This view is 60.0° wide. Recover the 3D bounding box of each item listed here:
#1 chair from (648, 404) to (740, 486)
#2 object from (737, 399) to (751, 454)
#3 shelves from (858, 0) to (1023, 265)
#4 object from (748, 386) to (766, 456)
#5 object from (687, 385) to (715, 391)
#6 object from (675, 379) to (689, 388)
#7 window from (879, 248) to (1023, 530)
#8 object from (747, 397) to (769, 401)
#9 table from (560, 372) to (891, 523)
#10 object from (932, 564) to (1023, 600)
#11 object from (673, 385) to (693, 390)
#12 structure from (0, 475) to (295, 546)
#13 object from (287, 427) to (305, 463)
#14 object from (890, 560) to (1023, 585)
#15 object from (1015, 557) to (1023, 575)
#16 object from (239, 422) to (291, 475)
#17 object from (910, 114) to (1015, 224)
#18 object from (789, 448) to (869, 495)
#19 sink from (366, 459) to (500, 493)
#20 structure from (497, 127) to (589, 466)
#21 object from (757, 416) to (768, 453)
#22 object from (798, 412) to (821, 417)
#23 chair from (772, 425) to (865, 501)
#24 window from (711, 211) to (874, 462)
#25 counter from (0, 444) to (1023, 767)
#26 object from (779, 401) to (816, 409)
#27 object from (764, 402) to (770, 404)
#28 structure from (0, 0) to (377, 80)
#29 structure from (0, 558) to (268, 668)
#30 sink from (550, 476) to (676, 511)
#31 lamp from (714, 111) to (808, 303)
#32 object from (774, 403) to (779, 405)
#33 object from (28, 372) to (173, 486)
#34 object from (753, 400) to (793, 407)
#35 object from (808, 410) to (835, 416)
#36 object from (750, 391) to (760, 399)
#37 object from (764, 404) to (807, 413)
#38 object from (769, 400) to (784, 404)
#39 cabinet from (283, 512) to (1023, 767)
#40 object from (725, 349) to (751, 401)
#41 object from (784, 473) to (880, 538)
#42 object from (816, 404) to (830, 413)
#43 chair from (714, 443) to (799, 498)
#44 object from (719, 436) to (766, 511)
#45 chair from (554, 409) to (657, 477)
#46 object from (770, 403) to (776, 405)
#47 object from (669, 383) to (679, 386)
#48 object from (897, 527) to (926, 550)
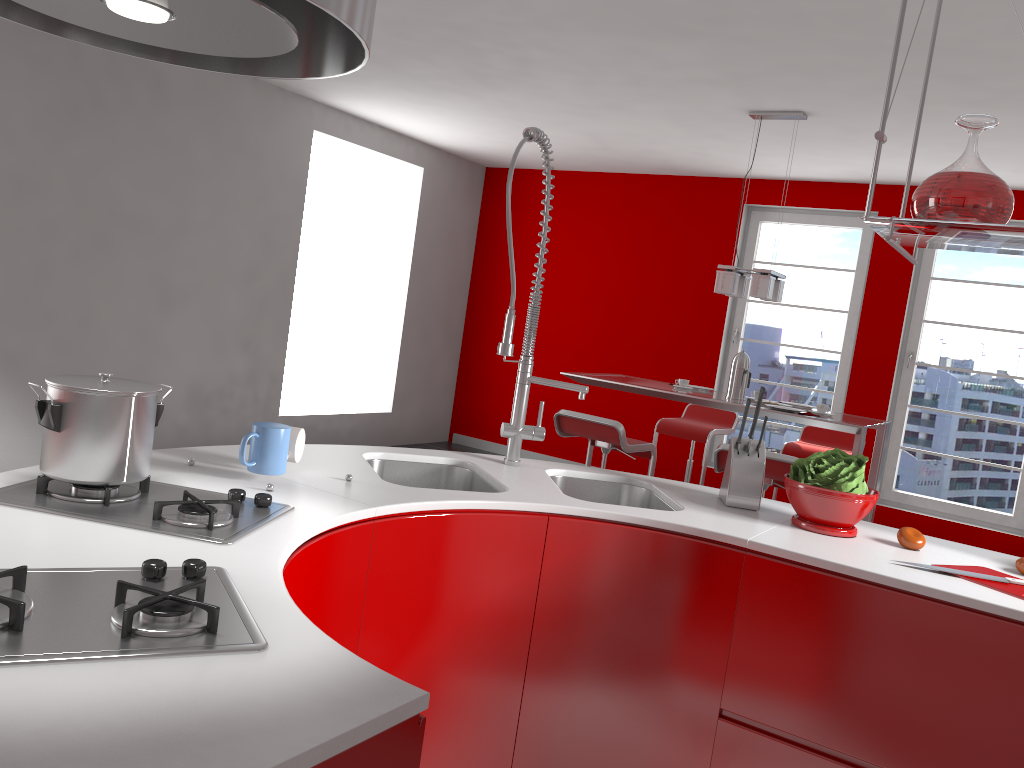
[{"bbox_3d":[1.212,0.574,6.021,0.418,0.857,0.460,12,6,39],"label":"chair"},{"bbox_3d":[0.609,0.174,2.390,0.012,0.279,0.130,8,5,3],"label":"object"},{"bbox_3d":[1.341,-0.750,1.872,0.934,1.023,0.462,11,5,31],"label":"shelves"},{"bbox_3d":[0.637,0.163,2.378,0.014,0.322,0.150,8,5,3],"label":"object"},{"bbox_3d":[1.129,0.025,5.418,0.217,0.015,0.217,5,6,-34],"label":"object"},{"bbox_3d":[1.008,-0.002,5.245,0.062,0.049,0.078,5,6,-36],"label":"object"},{"bbox_3d":[3.246,-0.085,6.213,0.938,2.038,0.117,11,5,31],"label":"window"},{"bbox_3d":[1.416,0.092,5.110,0.119,0.016,0.119,11,5,29],"label":"object"},{"bbox_3d":[1.134,0.564,5.120,1.700,1.000,0.800,11,5,31],"label":"table"},{"bbox_3d":[1.067,0.431,1.909,0.168,0.006,0.266,5,5,-32],"label":"object"},{"bbox_3d":[1.009,0.023,5.240,0.119,0.016,0.119,9,5,12],"label":"object"},{"bbox_3d":[-0.651,0.195,1.574,0.457,0.037,0.303,9,5,6],"label":"structure"},{"bbox_3d":[-0.531,0.134,2.004,0.100,0.080,0.109,8,5,1],"label":"object"},{"bbox_3d":[1.013,0.415,1.922,0.375,0.008,0.041,9,5,8],"label":"object"},{"bbox_3d":[1.194,0.419,2.037,0.065,0.047,0.063,11,5,31],"label":"object"},{"bbox_3d":[-0.519,0.138,1.874,0.080,0.100,0.109,9,5,4],"label":"object"},{"bbox_3d":[1.042,-0.474,2.033,0.213,0.266,0.213,5,5,-30],"label":"object"},{"bbox_3d":[0.792,0.254,2.233,0.198,0.182,0.193,12,6,37],"label":"object"},{"bbox_3d":[-0.219,0.326,2.273,0.326,0.172,0.428,7,5,-19],"label":"sink"},{"bbox_3d":[0.073,-0.218,2.427,0.308,0.920,0.178,7,5,-15],"label":"structure"},{"bbox_3d":[0.663,0.180,2.385,0.009,0.197,0.091,8,5,3],"label":"object"},{"bbox_3d":[1.539,0.156,4.553,0.095,0.012,0.234,11,5,31],"label":"object"},{"bbox_3d":[1.916,0.709,5.608,0.418,0.857,0.460,11,6,34],"label":"chair"},{"bbox_3d":[2.156,-0.297,6.889,0.938,2.038,0.117,11,5,31],"label":"window"},{"bbox_3d":[0.261,0.767,1.864,2.865,0.880,1.868,6,5,-25],"label":"counter"},{"bbox_3d":[1.649,0.125,5.102,0.217,0.015,0.217,9,5,7],"label":"object"},{"bbox_3d":[1.406,0.103,4.890,0.034,0.006,0.036,5,6,-35],"label":"object"},{"bbox_3d":[-0.456,-0.988,1.202,0.644,0.958,0.644,8,5,-2],"label":"structure"},{"bbox_3d":[-0.547,0.253,1.053,0.457,0.037,0.303,6,5,-28],"label":"structure"},{"bbox_3d":[0.251,0.384,2.387,0.326,0.172,0.428,8,5,-8],"label":"sink"},{"bbox_3d":[1.404,-0.993,4.962,0.304,1.025,0.304,11,5,31],"label":"lamp"},{"bbox_3d":[1.452,0.110,4.893,0.034,0.006,0.036,6,5,-21],"label":"object"},{"bbox_3d":[-0.733,0.071,1.580,0.189,0.185,0.218,8,5,-6],"label":"object"},{"bbox_3d":[1.437,0.112,4.891,0.217,0.015,0.217,6,5,-21],"label":"object"},{"bbox_3d":[1.644,0.157,4.715,0.119,0.016,0.119,4,6,-39],"label":"object"},{"bbox_3d":[1.417,0.067,5.115,0.062,0.049,0.078,7,5,-18],"label":"object"},{"bbox_3d":[1.427,0.132,4.630,0.217,0.015,0.217,6,5,-22],"label":"object"},{"bbox_3d":[1.535,0.104,5.177,0.095,0.012,0.234,11,5,30],"label":"object"},{"bbox_3d":[0.470,0.780,1.685,1.875,0.761,1.025,7,5,-13],"label":"cabinet"},{"bbox_3d":[1.296,-0.054,4.994,0.149,0.287,0.113,12,6,39],"label":"object"},{"bbox_3d":[0.794,0.308,2.233,0.229,0.118,0.228,8,5,3],"label":"object"},{"bbox_3d":[1.654,0.135,4.709,0.078,0.049,0.062,11,5,31],"label":"object"},{"bbox_3d":[1.139,0.715,4.172,0.418,0.857,0.460,11,5,27],"label":"chair"},{"bbox_3d":[0.630,0.237,2.411,0.091,0.178,0.137,9,5,4],"label":"object"},{"bbox_3d":[0.441,0.579,4.611,0.418,0.857,0.460,12,6,36],"label":"chair"},{"bbox_3d":[1.430,0.110,4.856,0.034,0.006,0.036,10,5,20],"label":"object"},{"bbox_3d":[1.015,0.004,5.492,0.095,0.012,0.234,11,5,30],"label":"object"},{"bbox_3d":[0.969,0.375,2.152,0.064,0.048,0.063,9,5,9],"label":"object"}]
